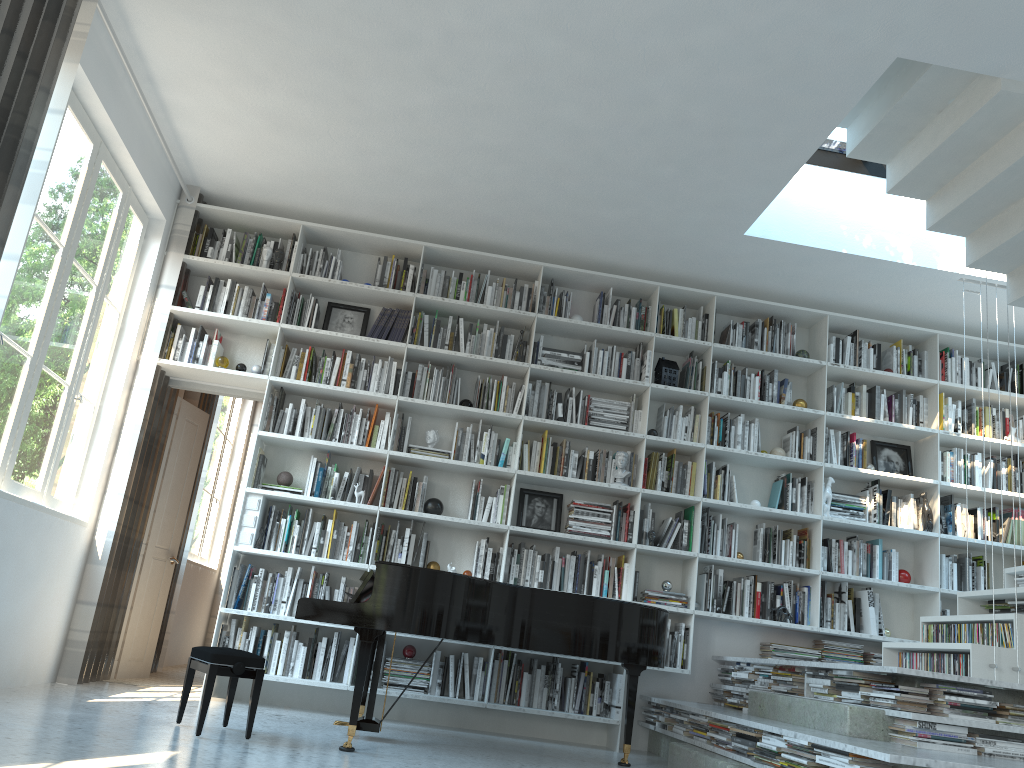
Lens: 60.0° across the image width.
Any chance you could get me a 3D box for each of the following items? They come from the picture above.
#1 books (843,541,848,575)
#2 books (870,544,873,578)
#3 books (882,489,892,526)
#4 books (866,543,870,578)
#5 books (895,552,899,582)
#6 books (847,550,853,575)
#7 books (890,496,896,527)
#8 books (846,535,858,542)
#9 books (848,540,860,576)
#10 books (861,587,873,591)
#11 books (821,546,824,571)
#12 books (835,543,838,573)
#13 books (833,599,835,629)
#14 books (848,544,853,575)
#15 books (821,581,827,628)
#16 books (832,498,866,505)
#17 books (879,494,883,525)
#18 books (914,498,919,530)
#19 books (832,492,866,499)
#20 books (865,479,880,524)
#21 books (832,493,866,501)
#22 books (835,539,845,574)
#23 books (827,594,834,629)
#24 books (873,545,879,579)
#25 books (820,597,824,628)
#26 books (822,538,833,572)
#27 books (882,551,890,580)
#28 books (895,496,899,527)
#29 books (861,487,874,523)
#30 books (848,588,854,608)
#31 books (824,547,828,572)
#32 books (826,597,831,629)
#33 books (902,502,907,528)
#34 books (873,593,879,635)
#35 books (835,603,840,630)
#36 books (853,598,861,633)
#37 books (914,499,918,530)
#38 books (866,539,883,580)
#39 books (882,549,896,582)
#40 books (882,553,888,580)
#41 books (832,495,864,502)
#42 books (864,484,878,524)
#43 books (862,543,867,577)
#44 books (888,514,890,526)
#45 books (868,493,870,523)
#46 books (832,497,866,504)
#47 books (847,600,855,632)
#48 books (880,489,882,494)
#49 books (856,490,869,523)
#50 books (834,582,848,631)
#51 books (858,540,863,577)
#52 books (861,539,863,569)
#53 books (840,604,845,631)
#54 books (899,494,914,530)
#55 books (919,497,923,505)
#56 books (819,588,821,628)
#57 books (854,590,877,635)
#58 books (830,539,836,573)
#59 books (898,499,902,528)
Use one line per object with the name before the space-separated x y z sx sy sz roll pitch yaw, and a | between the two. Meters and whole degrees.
books | 2.265 1.218 6.132 0.026 0.238 0.177 9 -16 -5
books | 2.461 1.245 6.159 0.012 0.253 0.161 9 -16 -5
books | 2.609 0.895 6.259 0.059 0.281 0.167 9 -16 -5
books | 2.426 1.234 6.131 0.014 0.248 0.177 9 -16 -5
books | 2.628 1.284 6.160 0.027 0.222 0.170 9 -16 -5
books | 2.289 1.247 6.115 0.027 0.181 0.186 9 -16 -5
books | 2.661 0.924 6.264 0.031 0.241 0.147 9 -16 -5
books | 2.355 1.203 6.144 0.013 0.298 0.148 9 -16 -5
books | 2.335 1.215 6.116 0.028 0.254 0.192 9 -16 -5
books | 2.430 1.562 6.075 0.012 0.325 0.136 9 -16 -5
books | 2.102 1.217 6.107 0.023 0.186 0.160 9 -16 -5
books | 2.205 1.214 6.115 0.011 0.222 0.163 9 -16 -5
books | 2.157 1.572 6.028 0.025 0.209 0.137 9 -16 -5
books | 2.311 1.230 6.132 0.012 0.228 0.179 9 -16 -5
books | 2.108 1.510 6.049 0.013 0.326 0.131 9 -16 -5
books | 2.319 0.839 6.239 0.285 0.012 0.160 11 -17 -10
books | 2.550 0.906 6.244 0.030 0.236 0.179 9 -16 -5
books | 2.833 0.946 6.283 0.024 0.254 0.145 9 -16 -5
books | 2.324 0.795 6.259 0.285 0.012 0.160 8 -17 -3
books | 2.538 0.852 6.248 0.010 0.338 0.180 9 -16 -5
books | 2.323 0.807 6.256 0.285 0.012 0.160 10 -17 -7
books | 2.233 1.205 6.115 0.045 0.245 0.186 9 -16 -5
books | 2.141 1.550 6.020 0.015 0.243 0.157 9 -16 -5
books | 2.481 1.246 6.136 0.023 0.243 0.190 9 -16 -5
books | 2.078 1.561 6.032 0.033 0.212 0.140 9 -16 -5
books | 2.154 1.196 6.114 0.047 0.243 0.178 9 -16 -5
books | 2.571 1.279 6.162 0.037 0.218 0.140 9 -16 -5
books | 2.690 0.930 6.285 0.031 0.249 0.133 9 -16 -5
books | 2.509 0.882 6.265 0.012 0.284 0.160 9 -16 -5
books | 2.298 1.552 6.064 0.010 0.303 0.132 9 -16 -5
books | 2.124 1.221 6.107 0.022 0.183 0.163 9 -16 -5
books | 2.120 1.564 6.024 0.023 0.213 0.164 9 -16 -5
books | 2.744 0.954 6.277 0.025 0.212 0.156 9 -16 -5
books | 2.449 1.577 6.050 0.025 0.286 0.160 9 -16 -5
books | 2.183 1.587 6.028 0.030 0.187 0.140 9 -16 -5
books | 2.316 1.581 6.039 0.031 0.238 0.172 9 -16 -5
books | 2.802 0.944 6.265 0.041 0.238 0.177 9 -16 -5
books | 2.507 1.229 6.147 0.026 0.289 0.181 9 -16 -5
books | 2.603 1.273 6.158 0.025 0.235 0.182 9 -16 -5
books | 2.539 1.278 6.142 0.030 0.200 0.190 9 -16 -5
books | 2.321 0.818 6.253 0.254 0.012 0.161 8 -17 -3
books | 2.525 0.869 6.243 0.011 0.299 0.184 9 -16 -5
books | 2.404 1.238 6.148 0.026 0.246 0.166 9 -16 -5
books | 2.640 0.909 6.287 0.010 0.277 0.129 9 -16 -5
books | 2.480 0.898 6.265 0.023 0.246 0.138 9 -16 -5
books | 2.320 0.830 6.249 0.285 0.012 0.160 8 -17 -3
books | 2.264 1.583 6.028 0.052 0.216 0.185 9 -16 -5
books | 2.572 0.893 6.268 0.013 0.279 0.131 9 -16 -5
books | 2.466 0.887 6.248 0.012 0.253 0.161 9 -16 -5
books | 2.239 1.523 6.042 0.014 0.332 0.169 9 -16 -5
books | 2.367 1.217 6.124 0.012 0.261 0.187 9 -16 -5
books | 2.387 1.222 6.146 0.011 0.271 0.152 9 -16 -5
books | 2.210 1.591 6.023 0.024 0.184 0.149 9 -16 -5
books | 2.774 0.924 6.264 0.021 0.270 0.192 9 -16 -5
books | 2.908 0.948 6.309 0.029 0.282 0.139 9 -16 -5
books | 2.061 1.519 6.029 0.015 0.286 0.138 9 -16 -5
books | 2.376 1.554 6.011 0.075 0.290 0.256 9 -16 -5
books | 2.188 1.203 6.128 0.024 0.246 0.144 9 -16 -5
books | 2.718 0.941 6.285 0.028 0.234 0.129 9 -16 -5
